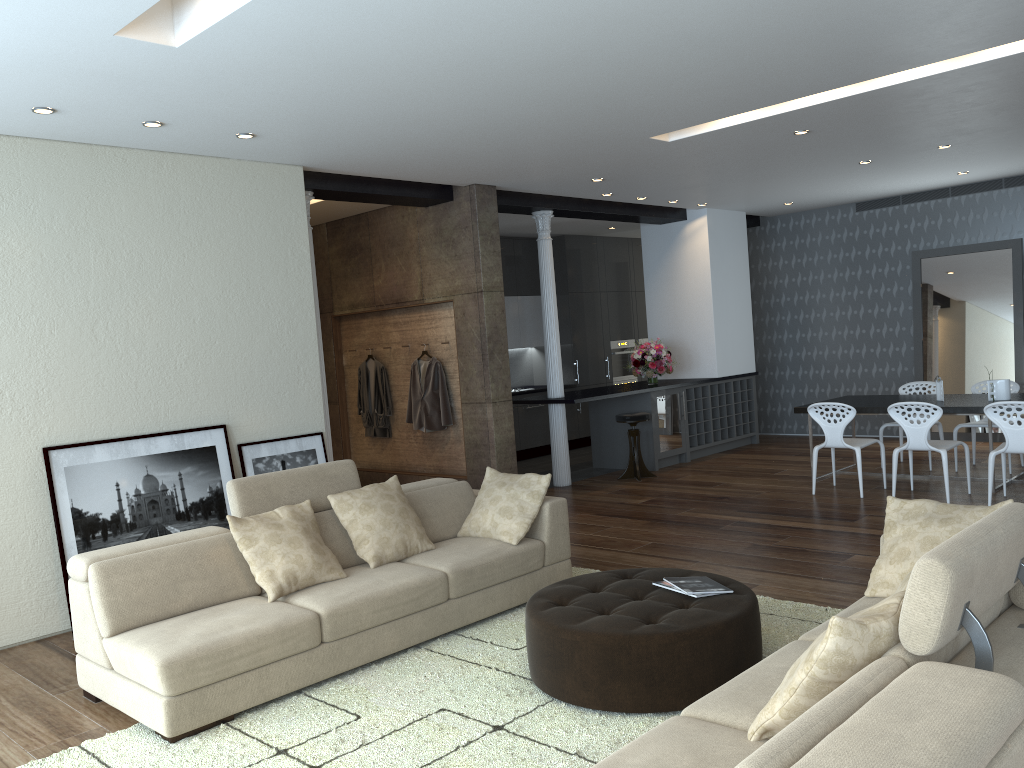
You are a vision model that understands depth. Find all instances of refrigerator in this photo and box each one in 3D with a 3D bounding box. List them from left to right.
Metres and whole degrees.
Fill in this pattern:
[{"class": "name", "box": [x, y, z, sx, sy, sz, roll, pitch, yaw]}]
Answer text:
[{"class": "refrigerator", "box": [1.799, 0.439, 10.156, 0.578, 0.774, 0.075, -7, 4, -42]}]

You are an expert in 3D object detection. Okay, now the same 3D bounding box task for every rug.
[{"class": "rug", "box": [0.010, 1.391, 3.415, 2.972, 0.020, 4.231, -2, 4, 44]}]

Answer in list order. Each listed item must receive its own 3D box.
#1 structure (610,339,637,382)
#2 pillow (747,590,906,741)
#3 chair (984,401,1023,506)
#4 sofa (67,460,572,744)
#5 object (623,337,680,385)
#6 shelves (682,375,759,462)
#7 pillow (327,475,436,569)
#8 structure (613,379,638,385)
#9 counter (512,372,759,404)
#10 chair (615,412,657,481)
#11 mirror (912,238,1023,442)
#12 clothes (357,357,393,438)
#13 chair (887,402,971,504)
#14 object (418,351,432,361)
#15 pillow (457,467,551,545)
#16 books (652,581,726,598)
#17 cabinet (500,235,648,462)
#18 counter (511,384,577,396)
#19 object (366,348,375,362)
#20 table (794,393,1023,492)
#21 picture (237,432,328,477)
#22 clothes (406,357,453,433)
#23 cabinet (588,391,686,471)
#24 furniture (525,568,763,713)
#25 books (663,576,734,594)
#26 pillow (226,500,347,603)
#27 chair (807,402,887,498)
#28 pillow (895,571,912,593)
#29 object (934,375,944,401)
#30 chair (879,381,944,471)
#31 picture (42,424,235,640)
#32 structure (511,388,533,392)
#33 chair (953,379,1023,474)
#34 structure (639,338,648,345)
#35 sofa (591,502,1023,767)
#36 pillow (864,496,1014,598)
[{"class": "structure", "box": [1.481, -0.348, 13.377, 0.591, 0.596, 0.595, -2, 4, 44]}, {"class": "pillow", "box": [0.948, 0.776, 2.512, 0.519, 0.416, 0.368, -7, 4, -41]}, {"class": "chair", "box": [3.964, 0.519, 6.850, 0.495, 0.835, 0.581, -2, 4, 44]}, {"class": "sofa", "box": [-0.893, 0.927, 4.842, 1.021, 0.950, 2.581, -2, 4, 44]}, {"class": "object", "box": [1.649, -0.271, 10.501, 0.544, 0.552, 0.570, -7, 3, -39]}, {"class": "shelves", "box": [2.288, 0.410, 11.276, 0.900, 0.897, 1.700, -2, 4, 44]}, {"class": "pillow", "box": [-0.736, 0.776, 5.027, 0.301, 0.439, 0.534, -2, 4, 41]}, {"class": "structure", "box": [1.527, 0.251, 13.404, 0.591, 0.596, 0.595, -2, 4, 44]}, {"class": "counter", "box": [1.558, 0.029, 10.541, 1.000, 0.040, 3.700, -2, 4, 44]}, {"class": "chair", "box": [3.135, 0.787, 6.682, 21.556, 0.952, 16.134, -2, 4, 44]}, {"class": "mirror", "box": [5.334, -0.480, 10.393, 1.200, 2.294, 0.240, -2, 4, 44]}, {"class": "clothes", "box": [-1.473, 0.148, 9.337, 0.569, 0.855, 0.141, -2, 4, 45]}, {"class": "chair", "box": [3.443, 0.534, 7.371, 0.495, 0.835, 0.581, -2, 4, 44]}, {"class": "object", "box": [-0.851, -0.285, 8.686, 0.430, 0.219, 0.010, -2, 4, 44]}, {"class": "pillow", "box": [-0.036, 0.728, 5.404, 0.518, 0.393, 0.395, -2, 4, 41]}, {"class": "books", "box": [0.826, 0.933, 4.070, 0.219, 0.031, 0.300, -6, 3, -31]}, {"class": "cabinet", "box": [0.650, -0.584, 12.692, 0.827, 2.980, 7.409, -2, 4, 44]}, {"class": "counter", "box": [-0.629, 0.279, 11.371, 0.807, 0.223, 3.597, -2, 4, 44]}, {"class": "object", "box": [-1.488, -0.266, 9.325, 0.430, 0.219, 0.010, -2, 4, 44]}, {"class": "table", "box": [4.355, 0.500, 7.746, 3.400, 0.733, 1.200, -2, 4, 44]}, {"class": "picture", "box": [-1.585, 0.884, 6.445, 0.195, 0.988, 0.700, -2, 4, 44]}, {"class": "clothes", "box": [-0.840, 0.103, 8.701, 0.700, 0.735, 0.173, -2, 4, 43]}, {"class": "cabinet", "box": [1.474, 0.510, 10.440, 0.900, 0.897, 0.642, -2, 4, 44]}, {"class": "furniture", "box": [0.592, 1.130, 4.052, 1.057, 0.355, 1.057, -7, 4, -44]}, {"class": "books", "box": [0.851, 0.923, 4.075, 0.220, 0.040, 0.301, -5, 3, -11]}, {"class": "pillow", "box": [-1.160, 0.840, 4.573, 0.368, 0.416, 0.519, -2, 3, 40]}, {"class": "chair", "box": [2.944, 0.549, 7.864, 0.495, 0.835, 0.581, -2, 4, 44]}, {"class": "pillow", "box": [1.390, 0.711, 2.949, 0.534, 0.439, 0.301, -7, 4, -42]}, {"class": "object", "box": [3.879, 0.036, 8.063, 0.076, 0.233, 0.161, -3, 3, 26]}, {"class": "chair", "box": [4.079, 0.411, 8.991, 0.495, 0.835, 0.581, -2, 4, 44]}, {"class": "picture", "box": [-2.291, 0.897, 5.703, 0.225, 1.140, 1.183, -2, 4, 44]}, {"class": "structure", "box": [-0.187, 0.117, 11.767, 0.520, 0.066, 0.900, -2, 4, 44]}, {"class": "chair", "box": [4.581, 0.396, 8.500, 0.495, 0.835, 0.581, -2, 4, 44]}, {"class": "structure", "box": [1.966, -0.478, 13.869, 0.528, 0.452, 0.595, -2, 4, 44]}, {"class": "sofa", "box": [1.214, 0.862, 2.783, 1.021, 0.950, 2.581, -2, 4, 44]}, {"class": "pillow", "box": [1.750, 0.673, 3.659, 0.395, 0.393, 0.518, -7, 4, -42]}]
